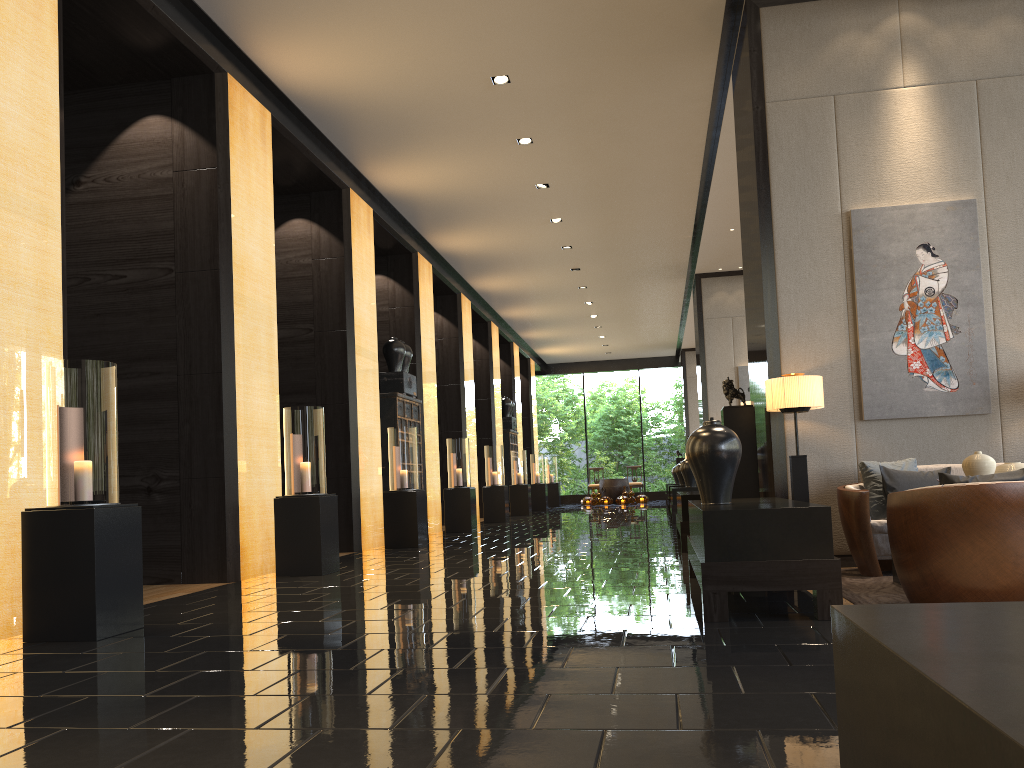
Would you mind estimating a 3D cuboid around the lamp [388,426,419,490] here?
[{"bbox_3d":[-1.275,0.875,10.382,0.337,0.727,0.337,-3,-4,15],"label":"lamp"}]

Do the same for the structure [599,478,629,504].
[{"bbox_3d":[2.966,3.100,25.638,0.873,0.707,0.878,-2,-5,-3],"label":"structure"}]

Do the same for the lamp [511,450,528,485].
[{"bbox_3d":[0.156,1.798,19.066,0.337,0.727,0.338,-3,-4,11],"label":"lamp"}]

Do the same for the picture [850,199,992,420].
[{"bbox_3d":[2.854,-0.517,6.205,0.835,1.497,0.037,-3,-3,9],"label":"picture"}]

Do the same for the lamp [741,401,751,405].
[{"bbox_3d":[2.244,0.811,7.793,0.375,1.314,0.376,0,-4,-37],"label":"lamp"}]

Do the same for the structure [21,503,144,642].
[{"bbox_3d":[-2.198,0.956,4.550,0.402,0.655,0.403,-3,-4,9],"label":"structure"}]

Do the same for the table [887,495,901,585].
[{"bbox_3d":[2.735,0.865,4.942,1.042,0.515,0.577,-3,-5,9],"label":"table"}]

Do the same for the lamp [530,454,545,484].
[{"bbox_3d":[0.632,2.105,21.960,0.337,0.727,0.338,-3,-4,11],"label":"lamp"}]

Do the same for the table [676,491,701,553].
[{"bbox_3d":[1.970,1.336,8.836,0.620,0.511,1.968,-3,-6,9],"label":"table"}]

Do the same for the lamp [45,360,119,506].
[{"bbox_3d":[-2.228,0.260,4.593,0.336,0.727,0.338,-1,-4,-18],"label":"lamp"}]

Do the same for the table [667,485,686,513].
[{"bbox_3d":[3.424,2.274,17.667,0.620,0.511,1.968,-3,-6,9],"label":"table"}]

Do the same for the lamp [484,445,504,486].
[{"bbox_3d":[-0.321,1.490,16.171,0.337,0.727,0.338,-3,-4,11],"label":"lamp"}]

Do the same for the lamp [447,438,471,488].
[{"bbox_3d":[-0.798,1.182,13.276,0.337,0.727,0.338,-3,-4,11],"label":"lamp"}]

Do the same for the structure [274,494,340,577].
[{"bbox_3d":[-1.721,1.263,7.445,0.402,0.655,0.403,-3,-4,9],"label":"structure"}]

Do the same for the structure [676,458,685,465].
[{"bbox_3d":[4.712,2.663,24.623,0.240,1.214,0.241,-3,-3,9],"label":"structure"}]

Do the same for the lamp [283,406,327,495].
[{"bbox_3d":[-1.751,0.567,7.487,0.336,0.727,0.338,-1,-4,-18],"label":"lamp"}]

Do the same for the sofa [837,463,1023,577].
[{"bbox_3d":[2.875,0.867,5.762,1.449,0.691,0.605,-3,-5,9],"label":"sofa"}]

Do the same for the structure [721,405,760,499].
[{"bbox_3d":[1.799,0.783,6.937,0.240,1.214,0.241,-3,-3,9],"label":"structure"}]

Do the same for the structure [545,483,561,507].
[{"bbox_3d":[1.139,3.109,24.812,0.402,0.655,0.403,-3,-4,9],"label":"structure"}]

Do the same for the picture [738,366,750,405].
[{"bbox_3d":[4.306,0.420,15.019,0.835,1.497,0.037,-3,-3,9],"label":"picture"}]

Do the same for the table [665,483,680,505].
[{"bbox_3d":[4.255,2.810,22.711,0.620,0.511,1.968,-3,-6,9],"label":"table"}]

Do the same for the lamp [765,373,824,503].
[{"bbox_3d":[1.949,0.607,6.012,0.375,1.343,0.376,-1,-4,-30],"label":"lamp"}]

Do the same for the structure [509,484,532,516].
[{"bbox_3d":[0.186,2.494,19.023,0.402,0.655,0.403,-3,-4,9],"label":"structure"}]

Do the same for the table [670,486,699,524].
[{"bbox_3d":[2.796,1.869,13.856,0.620,0.511,1.968,-3,-6,9],"label":"table"}]

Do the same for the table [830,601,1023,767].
[{"bbox_3d":[0.523,0.402,0.052,0.620,0.511,1.968,-3,-6,9],"label":"table"}]

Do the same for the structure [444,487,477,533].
[{"bbox_3d":[-0.768,1.879,13.234,0.402,0.655,0.403,-3,-4,9],"label":"structure"}]

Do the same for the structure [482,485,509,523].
[{"bbox_3d":[-0.291,2.186,16.128,0.402,0.655,0.403,-3,-4,9],"label":"structure"}]

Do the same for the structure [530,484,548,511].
[{"bbox_3d":[0.662,2.801,21.917,0.402,0.655,0.403,-3,-4,9],"label":"structure"}]

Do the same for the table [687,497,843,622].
[{"bbox_3d":[1.342,0.931,5.024,0.620,0.511,1.968,-3,-6,9],"label":"table"}]

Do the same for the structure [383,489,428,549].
[{"bbox_3d":[-1.245,1.571,10.339,0.402,0.655,0.403,-3,-4,9],"label":"structure"}]
